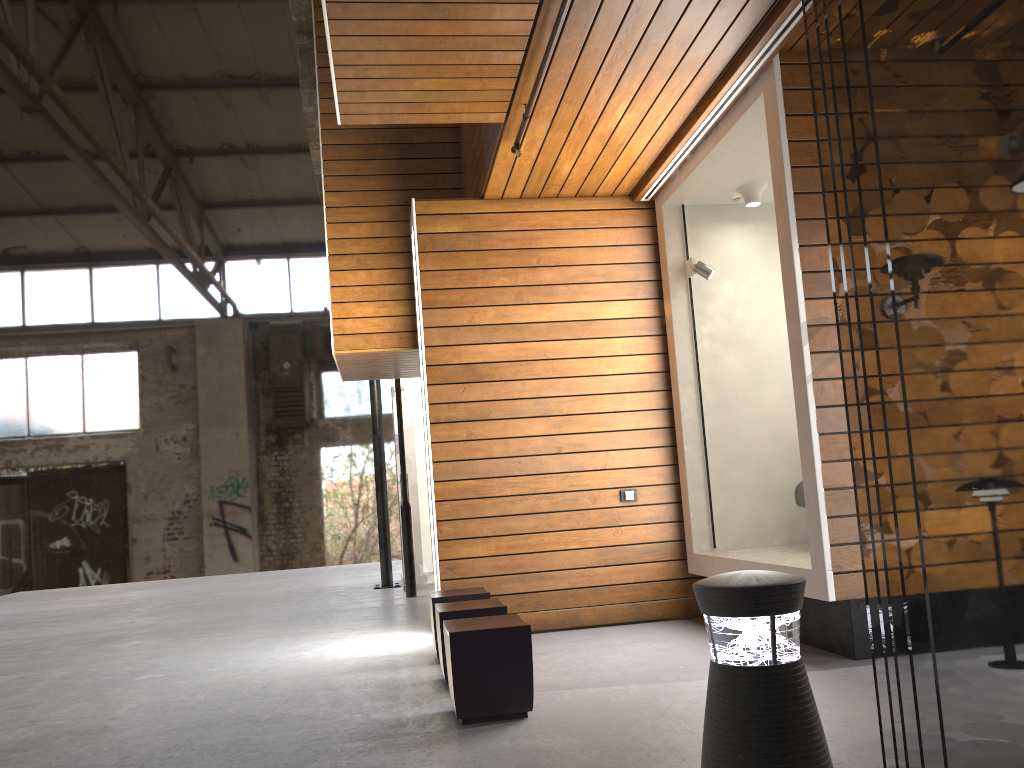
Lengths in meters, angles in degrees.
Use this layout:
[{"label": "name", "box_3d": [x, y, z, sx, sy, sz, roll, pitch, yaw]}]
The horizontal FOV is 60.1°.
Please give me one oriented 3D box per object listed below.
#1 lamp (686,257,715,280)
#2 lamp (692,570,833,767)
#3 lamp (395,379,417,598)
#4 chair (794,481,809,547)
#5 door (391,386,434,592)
[{"label": "lamp", "box_3d": [1.285, -0.794, 6.123, 0.129, 0.187, 0.250, 0, -8, -39]}, {"label": "lamp", "box_3d": [0.601, 0.802, 2.138, 0.348, 0.693, 0.350, -4, -5, -2]}, {"label": "lamp", "box_3d": [-1.160, 0.855, 9.423, 0.632, 2.935, 0.631, -7, -6, 33]}, {"label": "chair", "box_3d": [2.274, 0.500, 5.717, 0.825, 1.067, 0.758, -5, -6, 7]}, {"label": "door", "box_3d": [-0.829, 1.194, 10.389, 0.147, 2.294, 1.286, -9, -7, 44]}]
